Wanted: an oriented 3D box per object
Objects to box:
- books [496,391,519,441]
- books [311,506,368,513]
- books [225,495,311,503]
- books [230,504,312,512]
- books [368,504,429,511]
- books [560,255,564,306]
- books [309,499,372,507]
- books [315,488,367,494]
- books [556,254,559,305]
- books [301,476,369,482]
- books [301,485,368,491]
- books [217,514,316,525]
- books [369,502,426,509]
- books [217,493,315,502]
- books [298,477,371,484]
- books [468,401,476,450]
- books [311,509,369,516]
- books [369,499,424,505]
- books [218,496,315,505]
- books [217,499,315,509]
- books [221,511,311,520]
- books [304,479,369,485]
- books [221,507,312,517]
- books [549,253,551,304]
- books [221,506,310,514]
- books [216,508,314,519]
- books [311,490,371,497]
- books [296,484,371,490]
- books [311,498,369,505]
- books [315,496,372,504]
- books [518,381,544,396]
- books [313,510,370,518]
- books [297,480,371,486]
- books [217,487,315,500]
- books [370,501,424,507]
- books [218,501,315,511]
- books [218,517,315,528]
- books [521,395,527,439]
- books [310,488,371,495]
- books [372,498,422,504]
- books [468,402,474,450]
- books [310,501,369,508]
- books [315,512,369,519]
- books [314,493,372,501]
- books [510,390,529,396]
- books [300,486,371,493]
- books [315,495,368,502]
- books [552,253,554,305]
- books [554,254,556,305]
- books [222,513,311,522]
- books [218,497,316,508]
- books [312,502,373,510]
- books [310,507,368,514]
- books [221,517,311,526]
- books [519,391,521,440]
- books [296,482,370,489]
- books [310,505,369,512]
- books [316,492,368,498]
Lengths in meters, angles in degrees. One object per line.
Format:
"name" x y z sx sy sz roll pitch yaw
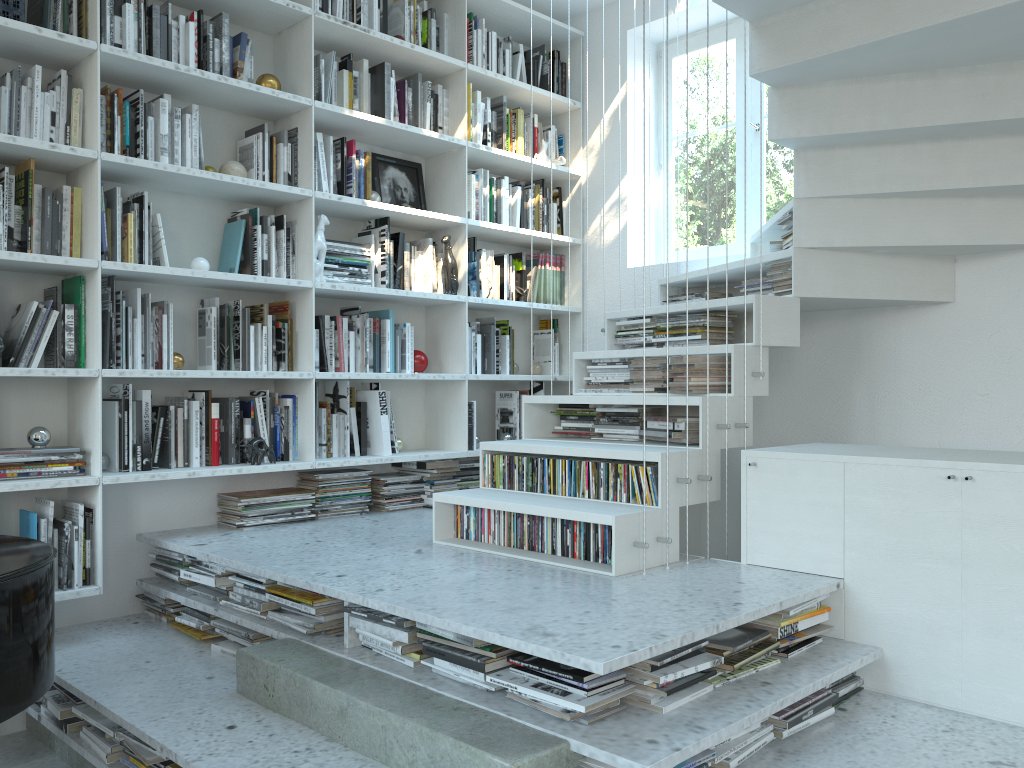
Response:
"books" -0.025 0.179 4.583 0.159 0.285 0.012 0 0 45
"books" -0.788 0.547 3.925 0.254 0.007 0.161 0 0 -44
"books" -1.021 0.469 3.688 0.308 0.008 0.195 0 0 -43
"books" -1.015 0.506 3.683 0.308 0.008 0.195 0 0 -40
"books" -0.520 0.567 4.184 0.207 0.008 0.327 0 0 41
"books" 0.219 -0.558 4.896 0.169 0.293 0.018 0 0 45
"books" -0.785 0.519 3.925 0.285 0.007 0.159 0 0 -43
"books" -0.791 0.465 3.925 0.161 0.006 0.254 0 0 45
"books" 0.190 -0.558 4.875 0.169 0.293 0.018 0 0 45
"books" -0.781 0.416 3.919 0.161 0.006 0.254 0 0 40
"books" -0.790 0.454 3.923 0.161 0.006 0.254 0 0 44
"books" -1.018 0.551 3.680 0.345 0.007 0.193 0 0 -40
"books" -0.522 0.560 4.185 0.327 0.008 0.207 0 0 -42
"books" -1.021 0.461 3.688 0.193 0.007 0.345 0 0 43
"books" -0.784 0.422 3.922 0.159 0.005 0.285 0 0 42
"books" -0.238 0.201 4.342 0.151 0.238 0.030 0 0 45
"books" -0.784 0.561 3.920 0.254 0.007 0.161 0 0 -41
"books" -0.528 0.545 4.191 0.207 0.008 0.327 0 0 45
"books" -1.021 0.476 3.689 0.345 0.007 0.193 0 0 -43
"books" -1.021 0.491 3.689 0.345 0.007 0.193 0 0 -43
"books" -1.024 0.536 3.686 0.308 0.008 0.195 0 0 -43
"books" -0.783 0.427 3.921 0.254 0.006 0.161 0 0 -41
"books" -1.017 0.521 3.681 0.195 0.008 0.308 0 0 40
"books" 0.148 -0.558 4.840 0.169 0.293 0.018 0 0 45
"books" -1.027 0.514 3.690 0.195 0.008 0.308 0 0 45
"books" -1.023 0.529 3.687 0.193 0.007 0.345 0 0 43
"books" -0.788 0.478 3.926 0.285 0.007 0.159 0 0 -44
"books" -0.790 0.449 3.923 0.285 0.005 0.159 0 0 -44
"books" -0.783 0.513 3.921 0.161 0.007 0.254 0 0 41
"books" -0.783 0.506 3.921 0.159 0.007 0.285 0 0 41
"books" 0.100 0.154 4.692 0.185 0.336 0.010 0 0 45
"books" -0.790 0.568 3.927 0.159 0.007 0.285 0 0 45
"books" -0.785 0.433 3.918 0.159 0.005 0.285 0 0 41
"books" -1.021 0.454 3.688 0.345 0.007 0.193 0 0 -43
"books" -0.526 0.552 4.190 0.367 0.007 0.205 0 0 -44
"books" -1.019 0.499 3.687 0.193 0.007 0.345 0 0 42
"books" -1.020 0.566 3.682 0.345 0.007 0.193 0 0 -41
"books" 0.011 0.188 4.618 0.168 0.266 0.031 0 0 45
"books" -0.790 0.471 3.927 0.159 0.007 0.285 0 0 45
"books" -0.526 0.537 4.189 0.207 0.008 0.327 0 0 44
"books" -0.252 0.203 4.325 0.183 0.233 0.014 0 0 45
"books" -0.782 0.527 3.922 0.161 0.007 0.254 0 0 41
"books" -0.785 0.575 3.922 0.254 0.007 0.161 0 0 -42
"books" -0.781 0.492 3.919 0.159 0.007 0.285 0 0 40
"books" 0.048 0.178 4.671 0.141 0.287 0.047 0 0 45
"books" -0.788 0.460 3.922 0.159 0.005 0.285 0 0 43
"books" -0.787 0.499 3.926 0.254 0.007 0.161 0 0 -44
"books" 0.164 -0.558 4.849 0.169 0.293 0.018 0 0 45
"books" 0.173 -0.558 4.865 0.169 0.293 0.018 0 0 45
"books" -1.020 0.544 3.682 0.308 0.008 0.195 0 0 -41
"books" -1.015 0.484 3.682 0.193 0.007 0.345 0 0 40
"books" -0.780 0.533 3.920 0.285 0.007 0.159 0 0 -40
"books" -0.790 0.554 3.926 0.161 0.007 0.254 0 0 45
"books" -1.020 0.559 3.682 0.195 0.008 0.308 0 0 41
"books" -0.016 0.179 4.615 0.159 0.285 0.012 0 0 45
"books" -0.790 0.443 3.923 0.159 0.005 0.285 0 0 44
"books" -0.784 0.540 3.920 0.159 0.007 0.285 0 0 41
"books" -0.787 0.485 3.925 0.254 0.007 0.161 0 0 -44
